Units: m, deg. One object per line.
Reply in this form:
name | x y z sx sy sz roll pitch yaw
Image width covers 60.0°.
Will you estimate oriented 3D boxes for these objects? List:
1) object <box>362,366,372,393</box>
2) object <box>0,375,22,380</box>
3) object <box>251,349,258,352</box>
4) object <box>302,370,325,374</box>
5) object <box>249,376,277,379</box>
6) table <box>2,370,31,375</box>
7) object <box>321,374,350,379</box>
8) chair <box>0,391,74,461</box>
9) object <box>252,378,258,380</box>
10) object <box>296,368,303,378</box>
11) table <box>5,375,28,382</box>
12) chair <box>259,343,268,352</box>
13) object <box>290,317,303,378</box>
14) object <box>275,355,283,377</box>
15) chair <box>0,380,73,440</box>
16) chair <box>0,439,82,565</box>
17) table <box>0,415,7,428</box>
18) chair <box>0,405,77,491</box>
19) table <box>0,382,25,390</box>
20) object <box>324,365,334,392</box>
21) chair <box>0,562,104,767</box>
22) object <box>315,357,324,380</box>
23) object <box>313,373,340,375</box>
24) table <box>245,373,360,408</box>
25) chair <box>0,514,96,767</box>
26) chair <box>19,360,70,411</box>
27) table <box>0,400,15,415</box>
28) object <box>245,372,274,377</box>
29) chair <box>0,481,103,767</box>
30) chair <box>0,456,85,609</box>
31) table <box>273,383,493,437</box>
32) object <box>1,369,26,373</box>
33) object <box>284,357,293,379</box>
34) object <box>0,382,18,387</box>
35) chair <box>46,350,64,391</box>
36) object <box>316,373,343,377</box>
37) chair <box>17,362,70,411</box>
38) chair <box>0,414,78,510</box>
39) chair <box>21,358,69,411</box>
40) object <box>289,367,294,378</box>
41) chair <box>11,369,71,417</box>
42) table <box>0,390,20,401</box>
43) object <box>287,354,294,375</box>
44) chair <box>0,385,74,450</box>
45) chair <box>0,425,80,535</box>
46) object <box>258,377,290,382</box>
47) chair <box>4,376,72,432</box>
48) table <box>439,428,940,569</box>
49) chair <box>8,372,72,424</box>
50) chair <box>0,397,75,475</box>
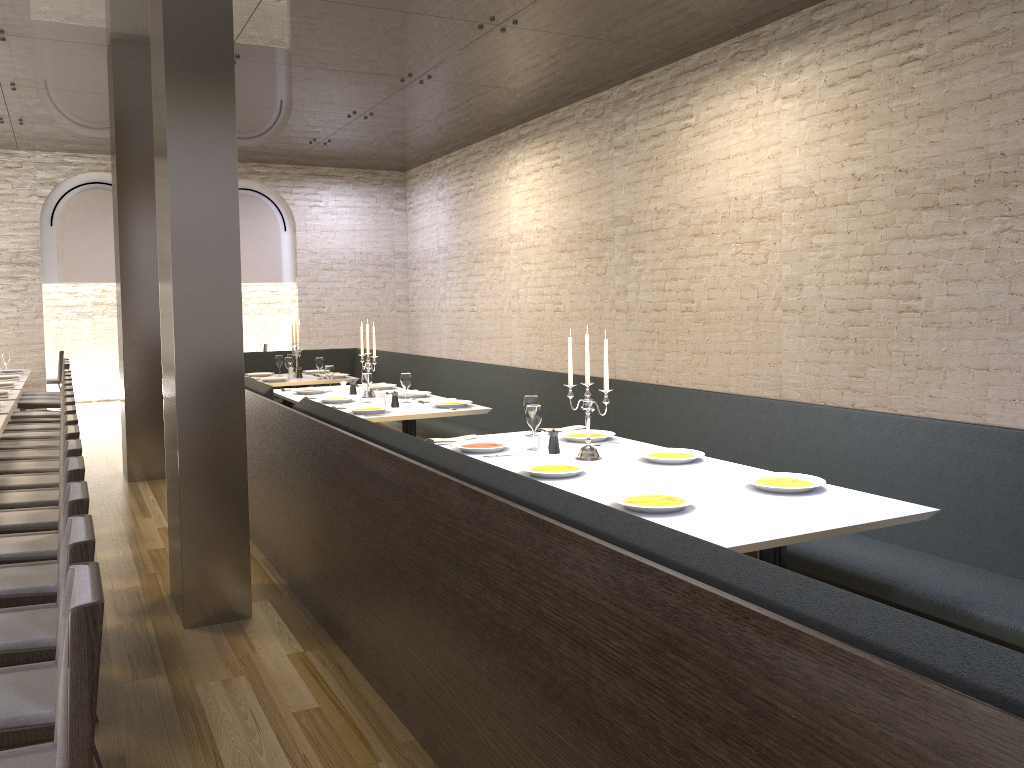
object | -1.277 -0.042 7.803 0.086 0.230 0.087 -2 3 -15
object | -5.754 -0.074 10.089 0.321 0.036 0.322 0 5 10
object | -3.295 -0.328 11.340 0.086 0.230 0.086 -1 3 3
object | -2.223 -0.134 10.086 0.322 0.036 0.322 1 6 21
object | -2.674 -0.067 9.513 0.273 0.033 0.143 -4 6 -27
table | -6.501 0.251 11.007 0.937 0.758 1.012 -3 5 -27
object | -1.886 -0.079 9.421 0.322 0.036 0.322 3 7 39
chair | -3.539 0.530 6.577 0.566 0.904 0.412 -3 4 -27
object | -2.604 -0.056 9.376 0.273 0.033 0.143 -4 6 -27
object | -2.281 -0.122 9.501 0.069 0.126 0.069 0 3 15
table | -5.985 0.335 9.990 0.937 0.758 1.012 -3 5 -27
chair | -4.498 -0.238 15.226 0.566 0.904 0.412 -3 4 -27
object | -2.339 -0.402 9.609 0.131 0.655 0.391 -2 4 -16
object | -2.566 -0.199 9.778 0.086 0.230 0.087 0 3 9
chair | -4.062 0.446 7.607 0.566 0.904 0.412 -3 4 -27
chair | -2.236 0.741 4.010 0.566 0.904 0.412 -3 4 -27
table | -3.925 0.668 5.932 0.937 0.758 1.012 -3 5 -27
chair | -3.017 0.615 5.548 0.566 0.904 0.412 -3 4 -27
table | -5.486 0.415 9.007 0.937 0.758 1.012 -3 5 -27
object | -1.636 -0.049 7.944 0.086 0.230 0.087 -2 3 -15
chair | -1.176 0.912 1.922 0.566 0.904 0.412 -3 4 -27
object | -2.002 -0.159 9.232 0.086 0.230 0.087 0 3 9
object | -2.057 -0.105 9.818 0.273 0.033 0.143 -4 6 -27
table | -2.354 0.307 9.616 1.101 0.758 1.190 -3 5 -27
chair | -1.432 0.871 2.426 0.566 0.904 0.412 -3 4 -27
chair | -5.729 0.176 10.892 0.566 0.904 0.412 -3 4 -27
table | -4.451 0.583 6.967 0.937 0.758 1.012 -3 5 -27
object | -2.790 -0.098 9.801 0.322 0.036 0.322 -4 6 -31
chair | -1.701 0.827 2.956 0.566 0.904 0.412 -3 4 -27
chair | -1.980 0.782 3.506 0.566 0.904 0.412 -3 4 -27
table | -1.198 0.494 7.338 1.101 0.758 2.543 -3 5 -27
object | -6.270 -0.158 11.105 0.321 0.036 0.322 0 5 10
object | -2.361 -0.166 9.373 0.086 0.230 0.087 0 3 9
object | -5.255 0.007 9.105 0.321 0.036 0.322 0 5 10
chair | -7.276 -0.063 13.821 0.566 0.904 0.412 -3 4 -27
object | -1.987 -0.094 9.680 0.273 0.033 0.143 -4 6 -27
chair | -5.475 0.217 10.392 0.566 0.904 0.412 -3 4 -27
chair | -2.761 0.656 5.044 0.566 0.904 0.412 -3 4 -27
chair | -5.990 0.134 11.407 0.566 0.904 0.412 -3 4 -27
object | -2.364 -0.119 9.486 0.069 0.126 0.069 0 3 15
chair | -4.838 0.320 9.136 0.566 0.904 0.412 -3 4 -27
table | -4.980 0.497 8.011 0.937 0.758 1.012 -3 5 -27
object | -2.502 -0.222 10.020 0.086 0.230 0.087 1 4 33
chair | -3.794 0.489 7.080 0.566 0.904 0.412 -3 4 -27
chair | -2.505 0.697 4.539 0.566 0.904 0.412 -3 4 -27
object | -2.453 -0.044 9.136 0.322 0.036 0.322 3 7 39
chair | -4.319 0.404 8.114 0.566 0.904 0.412 -3 4 -27
table | 0.469 0.763 4.054 1.101 0.758 2.543 -3 5 -27
chair | -4.586 0.361 8.640 0.566 0.904 0.412 -3 4 -27
chair | -3.285 0.571 6.077 0.566 0.904 0.412 -3 4 -27
